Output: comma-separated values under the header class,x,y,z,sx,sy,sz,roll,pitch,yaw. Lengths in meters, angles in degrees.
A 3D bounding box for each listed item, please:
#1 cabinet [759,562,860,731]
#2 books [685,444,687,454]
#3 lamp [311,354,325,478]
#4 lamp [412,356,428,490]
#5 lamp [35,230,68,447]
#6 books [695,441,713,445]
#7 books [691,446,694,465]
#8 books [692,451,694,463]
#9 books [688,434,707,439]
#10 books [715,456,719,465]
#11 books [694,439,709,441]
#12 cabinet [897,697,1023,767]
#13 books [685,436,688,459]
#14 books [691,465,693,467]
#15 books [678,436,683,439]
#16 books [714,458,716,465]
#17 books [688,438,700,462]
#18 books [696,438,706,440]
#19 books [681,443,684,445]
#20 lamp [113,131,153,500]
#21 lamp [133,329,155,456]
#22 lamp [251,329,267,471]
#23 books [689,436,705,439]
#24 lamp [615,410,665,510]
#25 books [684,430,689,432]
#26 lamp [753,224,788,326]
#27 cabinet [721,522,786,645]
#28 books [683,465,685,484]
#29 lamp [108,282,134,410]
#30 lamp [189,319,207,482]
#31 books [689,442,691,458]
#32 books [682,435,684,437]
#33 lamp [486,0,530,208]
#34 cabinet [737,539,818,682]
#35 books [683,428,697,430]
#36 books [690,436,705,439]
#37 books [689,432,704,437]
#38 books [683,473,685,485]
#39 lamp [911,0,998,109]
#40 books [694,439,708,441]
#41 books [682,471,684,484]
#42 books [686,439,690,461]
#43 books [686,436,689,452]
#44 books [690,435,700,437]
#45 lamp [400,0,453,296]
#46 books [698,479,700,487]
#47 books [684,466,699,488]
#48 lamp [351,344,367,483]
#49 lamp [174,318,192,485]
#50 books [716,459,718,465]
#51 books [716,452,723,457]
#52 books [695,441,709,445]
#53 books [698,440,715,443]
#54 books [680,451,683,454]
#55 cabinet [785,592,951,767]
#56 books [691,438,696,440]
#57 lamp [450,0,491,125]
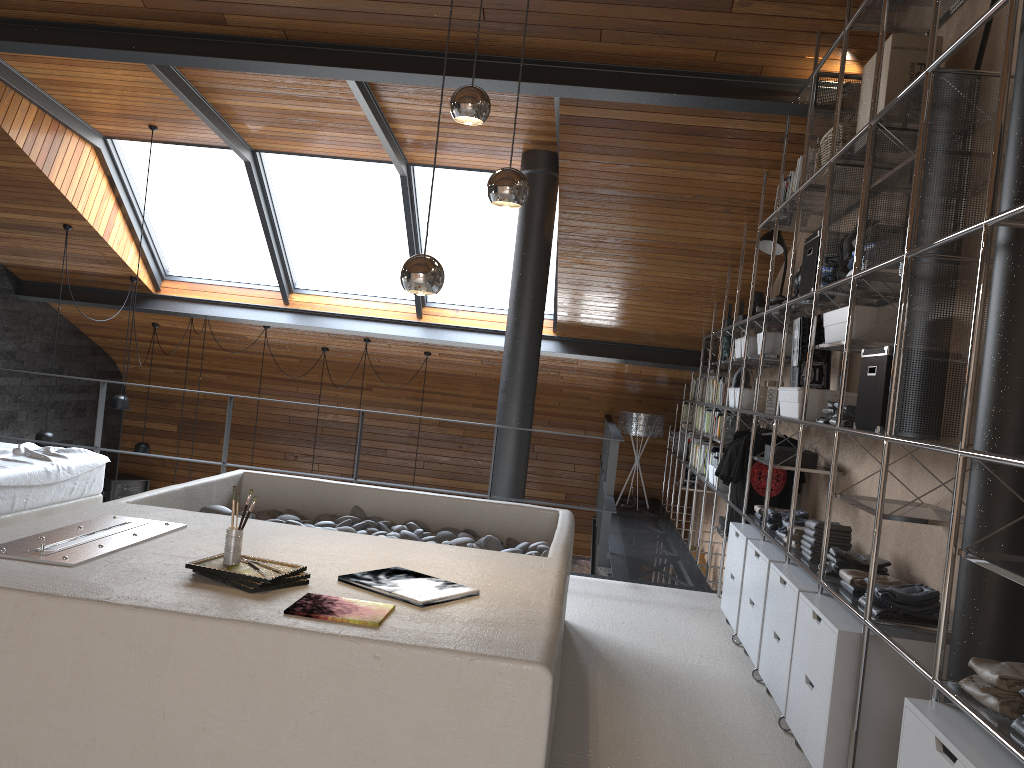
class,x,y,z,sx,sy,sz,roll,pitch,yaw
cabinet,1.295,1.083,3.614,0.435,0.561,0.527,6,1,6
books,1.792,0.646,8.809,0.130,0.208,0.010,6,1,5
lamp,-2.067,0.483,9.375,0.210,2.003,0.210,7,1,43
lamp,-0.955,0.494,9.105,0.210,1.565,0.210,7,1,43
lamp,-3.881,-0.394,7.543,0.210,1.854,0.210,7,1,43
books,1.732,0.639,8.061,0.161,0.222,0.055,6,1,5
books,1.714,0.648,8.120,0.127,0.200,0.046,6,1,5
books,1.713,0.662,8.094,0.119,0.171,0.044,6,1,5
books,1.842,0.627,8.871,0.192,0.251,0.012,6,1,5
books,1.617,0.655,6.780,0.129,0.186,0.050,6,1,5
books,1.763,0.635,8.283,0.148,0.233,0.053,6,1,5
cabinet,1.141,1.085,1.939,0.435,0.561,0.527,6,1,6
books,1.788,0.632,8.723,0.148,0.234,0.013,6,1,5
books,1.743,0.887,8.592,0.137,0.216,0.049,6,1,5
books,1.845,0.560,9.058,0.288,0.025,0.175,6,1,11
books,1.624,0.663,6.824,0.146,0.171,0.054,6,1,5
books,1.754,0.632,8.408,0.143,0.235,0.055,6,1,5
books,1.766,0.635,8.393,0.148,0.233,0.053,6,1,5
books,1.846,0.621,9.064,0.222,0.012,0.160,6,1,-1
lamp,-3.041,-0.438,7.093,0.210,3.209,0.210,6,1,28
lamp,-3.845,0.064,9.380,0.210,1.369,0.210,7,1,43
lamp,-2.605,0.444,9.010,0.210,2.034,0.210,7,1,43
books,1.792,0.633,8.643,0.148,0.234,0.013,6,1,5
lamp,1.321,0.804,9.349,0.475,1.002,0.475,7,1,29
books,1.852,0.485,9.058,0.228,0.016,0.182,6,1,5
lamp,1.714,-0.727,5.828,0.322,0.660,0.233,6,1,-31
cabinet,1.393,1.082,4.741,0.435,0.561,0.527,6,1,6
books,1.762,0.887,8.695,0.155,0.215,0.055,6,1,5
lamp,-3.630,-0.370,8.351,0.210,1.206,0.210,7,1,43
lamp,-3.118,0.388,8.731,0.210,2.273,0.210,7,1,43
books,1.743,0.647,8.331,0.148,0.206,0.053,6,1,5
books,1.846,0.541,9.068,0.254,0.012,0.158,6,1,17
lamp,0.060,-1.331,3.002,0.146,1.474,0.146,7,1,36
cabinet,1.347,1.083,4.184,0.435,0.561,0.527,6,1,6
books,1.877,0.466,9.056,0.234,0.028,0.180,6,1,5
books,1.764,0.625,8.491,0.131,0.247,0.018,6,1,5
books,1.808,0.616,8.765,0.143,0.268,0.020,6,1,5
books,1.748,0.889,8.648,0.133,0.218,0.051,6,1,5
lamp,1.515,-1.302,3.046,0.233,0.660,0.322,6,1,-22
books,1.760,0.635,8.235,0.148,0.233,0.053,6,1,5
books,1.739,0.904,8.741,0.112,0.177,0.009,6,1,5
books,1.740,0.638,8.476,0.137,0.215,0.014,6,1,5
books,1.792,0.632,8.710,0.148,0.234,0.013,6,1,5
books,1.799,0.630,8.674,0.146,0.240,0.023,6,1,5
lamp,-0.204,-1.171,2.898,0.146,1.771,0.146,7,1,30
books,1.759,0.890,8.633,0.137,0.216,0.049,6,1,5
books,1.738,0.898,8.576,0.138,0.191,0.049,6,1,5
lamp,-1.571,0.495,9.003,0.210,1.911,0.210,7,1,43
lamp,-3.316,0.292,8.910,0.210,2.036,0.210,7,1,43
books,1.618,0.665,6.769,0.130,0.166,0.046,6,1,5
books,1.628,0.640,6.796,0.143,0.217,0.066,6,1,5
books,1.706,0.634,7.990,0.122,0.230,0.057,6,1,5
books,1.787,0.639,8.197,0.148,0.233,0.053,6,1,5
books,1.832,0.708,9.060,0.239,0.021,0.174,6,1,11
cabinet,1.242,1.084,3.059,0.435,0.561,0.527,6,1,6
books,1.748,0.633,8.349,0.148,0.233,0.053,6,1,5
lamp,-0.089,-1.524,3.141,0.146,1.204,0.146,7,1,36
